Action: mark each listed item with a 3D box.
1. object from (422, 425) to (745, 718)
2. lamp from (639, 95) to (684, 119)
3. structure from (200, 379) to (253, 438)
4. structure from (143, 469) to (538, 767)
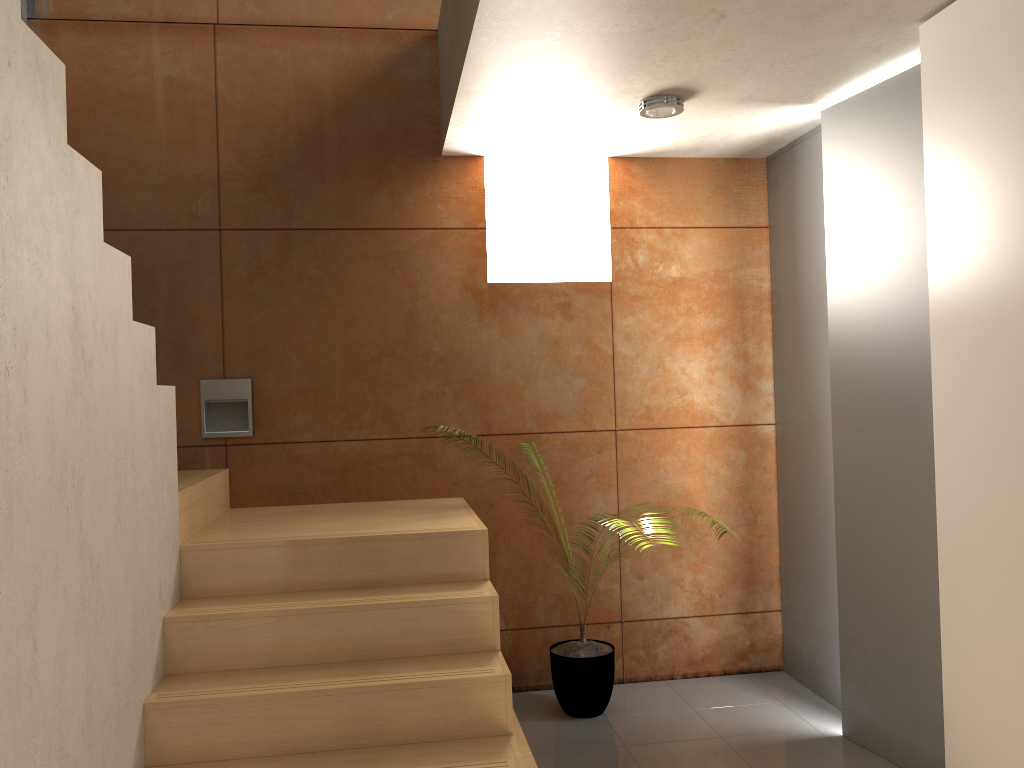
[{"bbox_3d":[0.252,0.861,1.275,4.200,1.455,6.200,-2,-1,-8],"label":"object"},{"bbox_3d":[0.584,-1.085,3.471,0.173,0.044,0.173,-2,-1,-3],"label":"lamp"},{"bbox_3d":[-1.287,0.109,4.020,0.220,0.260,0.096,-2,-1,-8],"label":"structure"},{"bbox_3d":[-0.910,0.914,2.822,1.950,1.110,2.400,-2,-1,-8],"label":"structure"}]
